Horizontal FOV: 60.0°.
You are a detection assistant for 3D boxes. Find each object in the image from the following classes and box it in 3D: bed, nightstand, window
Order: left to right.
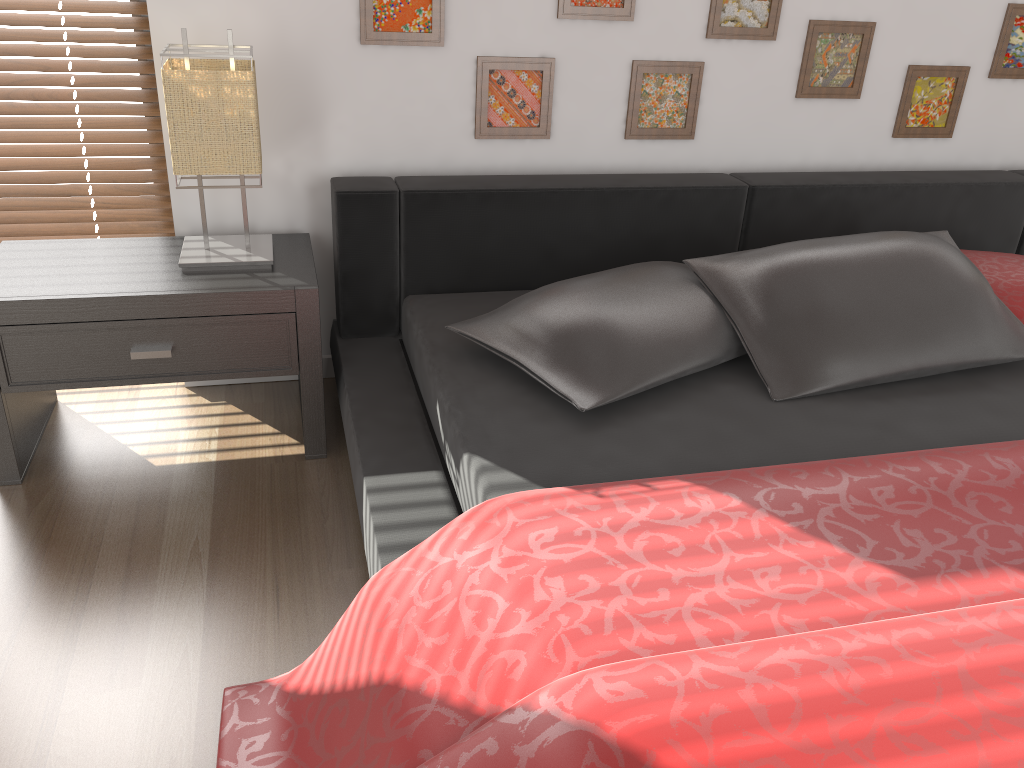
[{"bbox_3d":[-1.371,-1.109,2.073,0.889,1.893,0.020,-4,27,-14],"label":"window"},{"bbox_3d":[-0.810,-0.077,2.069,0.700,0.423,0.413,-4,27,-14],"label":"nightstand"},{"bbox_3d":[0.743,0.207,1.499,2.469,0.577,2.413,-4,27,-14],"label":"bed"}]

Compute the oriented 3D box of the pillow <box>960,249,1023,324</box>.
[{"bbox_3d":[1.145,-0.231,2.224,0.745,0.172,0.418,5,26,3],"label":"pillow"}]

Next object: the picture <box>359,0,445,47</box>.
[{"bbox_3d":[-0.258,-0.903,2.087,0.200,0.200,0.010,-4,27,-14],"label":"picture"}]

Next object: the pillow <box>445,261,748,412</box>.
[{"bbox_3d":[0.276,-0.146,1.956,0.745,0.172,0.418,-18,33,-36],"label":"pillow"}]

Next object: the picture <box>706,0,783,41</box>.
[{"bbox_3d":[0.607,-0.996,2.288,0.200,0.200,0.010,-4,27,-14],"label":"picture"}]

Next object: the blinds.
[{"bbox_3d":[0.530,-1.178,2.504,4.840,1.952,0.032,-4,27,-14],"label":"blinds"}]

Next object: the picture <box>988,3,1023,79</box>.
[{"bbox_3d":[1.482,-0.981,2.546,0.200,0.200,0.010,-4,27,-14],"label":"picture"}]

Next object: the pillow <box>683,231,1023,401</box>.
[{"bbox_3d":[0.796,-0.188,1.983,0.744,0.241,0.386,-6,28,-18],"label":"pillow"}]

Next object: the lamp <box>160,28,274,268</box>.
[{"bbox_3d":[-0.642,-0.518,1.937,0.200,0.480,0.200,-4,27,-14],"label":"lamp"}]

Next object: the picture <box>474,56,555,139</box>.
[{"bbox_3d":[0.006,-0.725,2.255,0.200,0.200,0.010,-4,27,-14],"label":"picture"}]

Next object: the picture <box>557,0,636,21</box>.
[{"bbox_3d":[0.214,-1.000,2.173,0.200,0.200,0.010,-4,27,-14],"label":"picture"}]

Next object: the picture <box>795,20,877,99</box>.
[{"bbox_3d":[0.884,-0.885,2.424,0.200,0.200,0.010,-4,27,-14],"label":"picture"}]

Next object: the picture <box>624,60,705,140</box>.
[{"bbox_3d":[0.404,-0.752,2.355,0.200,0.200,0.010,-4,27,-14],"label":"picture"}]

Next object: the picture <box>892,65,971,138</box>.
[{"bbox_3d":[1.206,-0.811,2.554,0.200,0.200,0.010,-4,27,-14],"label":"picture"}]
